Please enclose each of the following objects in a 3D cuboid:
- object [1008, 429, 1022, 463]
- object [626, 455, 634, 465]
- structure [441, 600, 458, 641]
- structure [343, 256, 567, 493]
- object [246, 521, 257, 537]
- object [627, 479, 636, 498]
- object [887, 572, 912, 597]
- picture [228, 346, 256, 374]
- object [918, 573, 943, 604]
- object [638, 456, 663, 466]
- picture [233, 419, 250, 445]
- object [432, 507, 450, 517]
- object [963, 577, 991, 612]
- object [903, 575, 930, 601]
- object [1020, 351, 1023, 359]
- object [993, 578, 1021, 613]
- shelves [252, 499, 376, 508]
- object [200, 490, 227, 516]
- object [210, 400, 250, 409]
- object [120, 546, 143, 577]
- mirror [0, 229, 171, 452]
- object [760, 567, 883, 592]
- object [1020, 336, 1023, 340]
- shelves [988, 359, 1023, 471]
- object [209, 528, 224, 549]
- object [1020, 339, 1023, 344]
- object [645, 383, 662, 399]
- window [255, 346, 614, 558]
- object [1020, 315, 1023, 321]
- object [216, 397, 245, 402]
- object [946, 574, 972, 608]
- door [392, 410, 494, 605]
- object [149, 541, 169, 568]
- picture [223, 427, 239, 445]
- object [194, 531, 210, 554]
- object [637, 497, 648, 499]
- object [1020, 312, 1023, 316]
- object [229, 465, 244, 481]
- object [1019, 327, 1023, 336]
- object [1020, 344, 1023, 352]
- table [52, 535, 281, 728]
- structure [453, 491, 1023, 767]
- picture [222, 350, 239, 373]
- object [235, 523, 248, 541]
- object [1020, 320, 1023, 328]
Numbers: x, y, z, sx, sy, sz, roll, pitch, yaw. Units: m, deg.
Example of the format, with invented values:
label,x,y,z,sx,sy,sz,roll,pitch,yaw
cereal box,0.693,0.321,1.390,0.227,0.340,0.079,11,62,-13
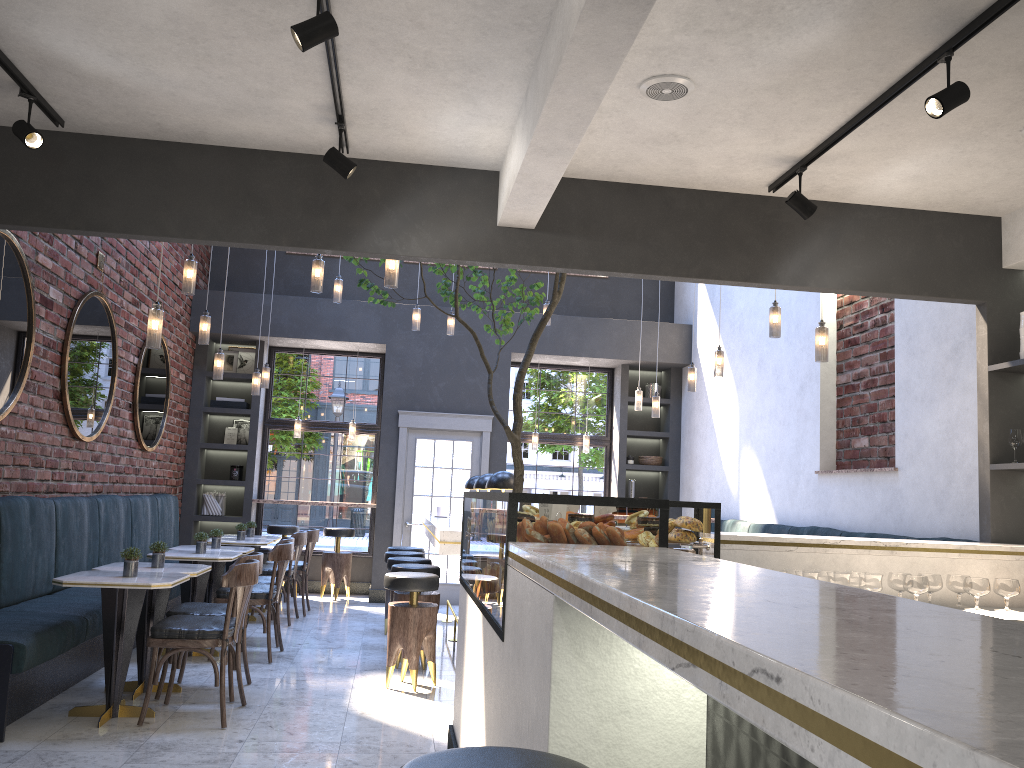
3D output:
label,x,y,z,sx,sy,sz,roll,pitch,yaw
object,2.744,0.341,4.837,0.070,0.188,0.070,4,-7,-16
object,1.498,0.969,11.280,0.117,0.119,0.117,7,-8,-31
structure,-0.238,2.102,7.300,0.496,0.210,3.502,3,-7,-7
structure,0.047,-0.871,6.676,3.745,5.982,2.809,-2,-8,36
object,-2.661,1.478,9.037,0.118,0.165,0.123,6,-8,-29
object,1.511,1.325,11.196,0.098,0.247,0.098,-2,-8,32
object,1.848,0.975,4.221,0.114,0.147,0.114,3,-7,-3
picture,-3.333,-0.272,10.962,0.361,0.368,0.055,3,-7,-7
object,1.998,0.985,4.240,0.114,0.147,0.114,3,-7,-3
object,1.769,0.986,11.338,0.305,0.123,0.305,1,-7,14
picture,-3.306,0.600,10.879,0.247,0.326,0.044,3,-7,-7
object,-0.693,1.257,8.709,0.176,0.098,0.205,3,-7,-2
object,2.164,0.978,4.129,0.114,0.147,0.114,3,-7,-3
object,1.865,0.960,4.092,0.114,0.147,0.114,3,-7,-3
object,2.821,-0.144,4.774,0.153,0.055,0.153,-4,-10,44
object,2.314,0.987,4.148,0.114,0.147,0.114,3,-7,-3
shelves,-0.904,1.533,10.907,4.403,0.043,0.385,3,-7,-7
object,-3.546,1.404,10.556,0.250,0.323,0.241,3,-7,-7
object,-3.399,0.261,10.696,0.412,0.084,0.287,3,-7,-7
object,-2.112,0.984,4.916,0.118,0.165,0.123,6,-8,-29
mirror,-3.310,-0.295,7.040,0.036,1.508,4.778,3,-7,-7
object,1.414,0.944,4.129,0.575,0.147,0.256,3,-7,-7
object,2.826,-0.241,4.781,0.154,0.075,0.153,8,-9,-39
shelves,3.040,-0.017,3.182,0.300,0.579,3.604,3,-7,-7
object,-2.427,1.268,7.284,0.118,0.165,0.123,6,-8,-29
object,2.827,-0.209,4.779,0.153,0.062,0.153,0,-8,22
object,1.828,0.101,11.458,0.214,0.214,0.213,2,-7,2
window,-0.049,-1.188,5.321,6.406,5.358,12.723,3,-7,-7
object,2.832,-0.336,4.787,0.153,0.067,0.153,-3,-9,39
object,-3.402,0.201,10.714,0.327,0.039,0.227,5,-7,-17
object,2.147,0.994,4.259,0.114,0.147,0.114,3,-7,-3
door,-0.834,1.451,10.387,1.132,2.216,0.152,3,-7,-7
object,-2.188,1.053,5.489,0.118,0.165,0.123,6,-8,-29
picture,-3.433,0.638,10.832,0.161,0.226,0.049,3,-7,-7
object,-2.351,1.199,6.711,0.118,0.165,0.123,6,-8,-29
object,1.644,1.440,11.174,0.130,0.026,0.130,6,-8,-24
object,2.831,-0.368,4.789,0.153,0.070,0.153,-3,-9,39
object,-3.297,1.066,10.612,0.152,0.181,0.152,-1,-8,30
object,2.826,-0.271,4.784,0.153,0.060,0.153,6,-8,-25
object,2.825,-0.179,4.776,0.153,0.073,0.154,3,-7,-4
table,-0.454,1.806,7.191,4.599,0.750,4.835,3,-7,-7
structure,1.692,0.946,1.781,3.205,1.299,5.811,3,-7,-7
picture,-3.493,-0.262,10.904,0.230,0.313,0.061,3,-7,-7
object,-2.584,1.409,8.464,0.118,0.165,0.123,6,-8,-29
object,2.829,-0.306,4.785,0.154,0.076,0.153,1,-7,14
